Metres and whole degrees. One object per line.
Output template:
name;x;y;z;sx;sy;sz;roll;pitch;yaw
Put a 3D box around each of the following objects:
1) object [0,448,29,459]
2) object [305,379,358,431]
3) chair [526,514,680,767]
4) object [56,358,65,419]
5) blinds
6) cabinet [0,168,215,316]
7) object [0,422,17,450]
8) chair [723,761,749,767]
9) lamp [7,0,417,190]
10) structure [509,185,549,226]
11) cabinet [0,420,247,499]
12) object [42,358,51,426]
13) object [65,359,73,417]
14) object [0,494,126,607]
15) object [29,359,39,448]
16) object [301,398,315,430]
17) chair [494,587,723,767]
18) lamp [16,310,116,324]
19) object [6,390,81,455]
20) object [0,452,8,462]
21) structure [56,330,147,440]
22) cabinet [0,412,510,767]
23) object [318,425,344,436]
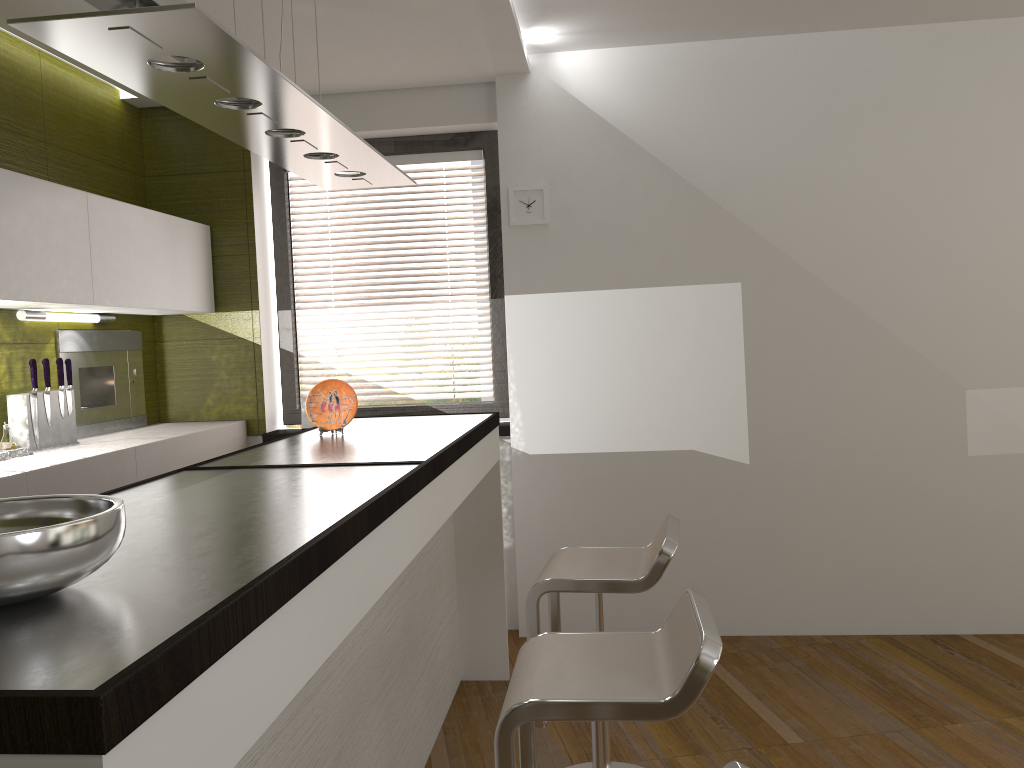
object;-1.826;0.252;3.216;0.107;0.032;0.107;-2;3;18
object;-0.627;0.072;3.084;0.184;0.178;0.055;-2;3;2
chair;0.297;0.857;2.736;0.460;0.857;0.418;-2;3;11
object;-1.762;0.019;3.465;0.013;0.243;0.036;-2;3;6
blinds;-3.291;-3.091;7.678;16.000;12.704;9.030;-5;4;-44
cabinet;-1.871;0.330;2.772;0.724;2.089;3.471;-2;3;6
object;-1.828;0.197;3.213;0.059;0.121;0.059;-4;3;-27
chair;0.121;0.948;1.054;0.460;0.857;0.418;-2;3;1
lamp;-0.596;-0.982;2.258;0.326;0.683;1.677;-2;3;6
structure;0.079;-0.834;4.145;0.180;0.180;0.026;-2;3;6
cabinet;-1.699;0.812;3.048;0.465;1.086;2.940;-2;3;6
object;-1.771;0.034;3.378;0.013;0.264;0.042;-2;3;6
object;-1.757;0.014;3.516;0.013;0.231;0.040;-2;3;6
object;-0.666;0.222;1.143;0.311;0.105;0.311;-1;3;19
object;-1.778;0.075;3.301;0.013;0.339;0.046;-2;3;6
object;-1.002;0.152;4.456;0.106;0.169;0.057;-2;3;1
chair;0.209;0.902;1.895;0.460;0.857;0.418;-2;3;6
lamp;-1.851;-0.280;3.721;0.095;0.041;0.716;-2;3;6
object;-1.804;0.144;3.415;0.107;0.227;0.293;-2;3;6
object;-1.828;0.259;3.078;0.107;0.032;0.107;-2;3;7
structure;-1.843;-0.007;4.027;0.015;0.469;0.663;-2;3;6
cabinet;-0.513;0.774;2.308;0.663;1.134;2.947;-2;3;6
object;-0.625;0.110;3.085;0.088;0.131;0.072;-2;3;1
